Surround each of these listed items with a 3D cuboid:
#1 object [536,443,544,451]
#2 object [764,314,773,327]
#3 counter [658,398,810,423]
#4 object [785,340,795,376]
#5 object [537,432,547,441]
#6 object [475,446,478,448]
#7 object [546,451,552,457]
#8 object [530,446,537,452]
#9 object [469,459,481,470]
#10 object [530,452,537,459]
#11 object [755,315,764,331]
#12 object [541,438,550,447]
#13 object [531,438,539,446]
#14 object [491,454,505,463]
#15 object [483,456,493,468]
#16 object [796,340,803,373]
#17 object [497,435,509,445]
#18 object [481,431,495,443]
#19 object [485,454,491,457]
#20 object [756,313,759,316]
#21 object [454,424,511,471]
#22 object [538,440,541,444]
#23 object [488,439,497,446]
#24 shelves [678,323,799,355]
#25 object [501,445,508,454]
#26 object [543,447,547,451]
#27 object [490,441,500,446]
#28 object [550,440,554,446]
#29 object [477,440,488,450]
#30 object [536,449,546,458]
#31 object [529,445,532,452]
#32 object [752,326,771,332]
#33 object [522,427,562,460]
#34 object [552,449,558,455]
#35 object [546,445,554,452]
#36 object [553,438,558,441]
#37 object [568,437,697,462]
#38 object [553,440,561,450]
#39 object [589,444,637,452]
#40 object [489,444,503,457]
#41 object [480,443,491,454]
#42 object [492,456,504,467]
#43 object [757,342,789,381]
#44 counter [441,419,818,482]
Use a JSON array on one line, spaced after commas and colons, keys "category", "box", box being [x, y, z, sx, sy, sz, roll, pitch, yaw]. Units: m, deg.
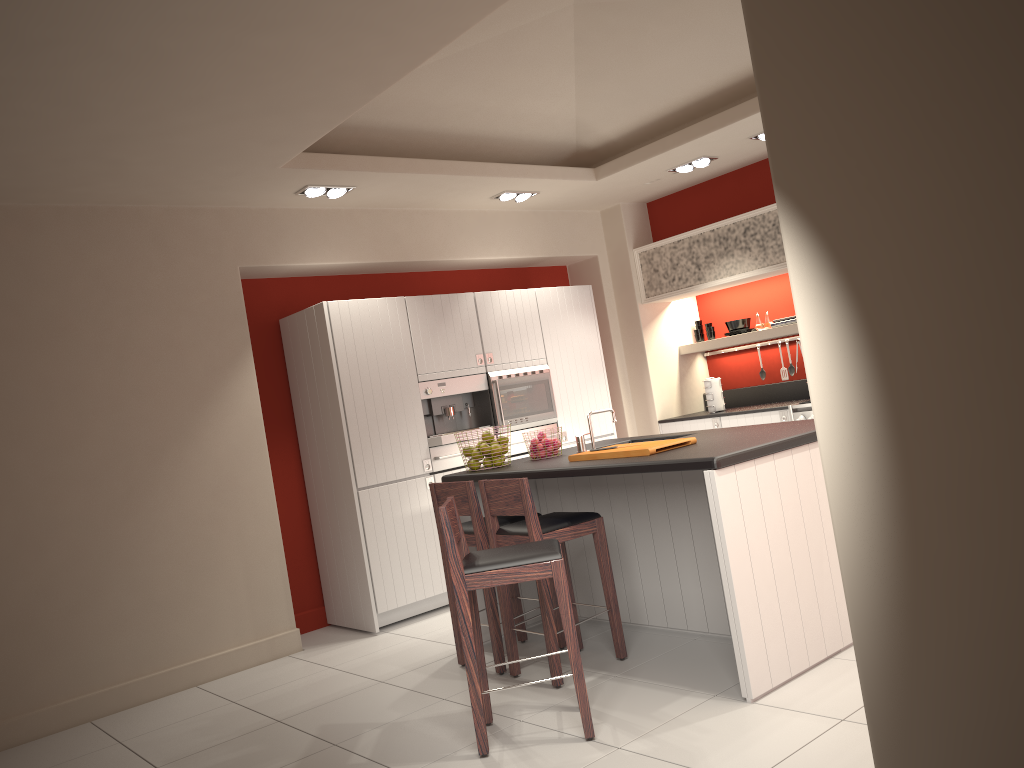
[{"category": "object", "box": [0.165, 0.378, 5.292, 0.048, 0.046, 0.048, -10, -1, 10]}, {"category": "object", "box": [2.239, -0.545, 7.744, 0.077, 0.134, 0.076, -10, -2, 34]}, {"category": "counter", "box": [1.998, 0.221, 7.636, 0.699, 0.026, 1.359, -9, -1, -39]}, {"category": "object", "box": [2.422, -0.228, 7.733, 0.022, 0.323, 0.067, -8, -2, -41]}, {"category": "object", "box": [0.180, 0.316, 5.344, 0.056, 0.058, 0.056, -10, -1, 6]}, {"category": "object", "box": [-0.190, 0.385, 5.306, 0.062, 0.061, 0.057, -9, -1, -25]}, {"category": "object", "box": [0.222, 0.421, 5.348, 0.040, 0.039, 0.039, -10, -1, 9]}, {"category": "object", "box": [0.131, 0.388, 5.320, 0.041, 0.041, 0.040, -9, -1, -3]}, {"category": "object", "box": [-0.216, 0.472, 5.193, 0.068, 0.068, 0.068, -9, -1, -28]}, {"category": "object", "box": [0.134, 0.430, 5.368, 0.050, 0.049, 0.049, -10, -1, 17]}, {"category": "object", "box": [2.152, -0.531, 7.726, 0.076, 0.131, 0.076, -10, -1, 3]}, {"category": "object", "box": [0.203, 0.349, 5.309, 0.056, 0.055, 0.051, -9, -1, -25]}, {"category": "object", "box": [0.135, 0.348, 5.304, 0.048, 0.046, 0.048, -10, -1, 6]}, {"category": "object", "box": [-0.082, 0.443, 5.268, 0.084, 0.079, 0.086, -10, -1, 6]}, {"category": "object", "box": [-0.137, 0.459, 5.212, 0.068, 0.068, 0.068, -9, -1, -28]}, {"category": "object", "box": [2.484, -0.243, 7.658, 0.009, 0.297, 0.124, -8, -2, -39]}, {"category": "object", "box": [-0.053, 0.335, 5.262, 0.067, 0.064, 0.067, -8, -2, -39]}, {"category": "object", "box": [-0.143, 0.316, 5.272, 0.078, 0.080, 0.078, -8, -2, -39]}, {"category": "object", "box": [-0.133, 0.426, 5.332, 0.064, 0.060, 0.064, -8, -2, -45]}, {"category": "object", "box": [2.140, -0.605, 7.729, 0.023, 0.031, 0.024, -9, -1, 2]}, {"category": "object", "box": [-0.158, 0.382, 5.261, 0.341, 0.232, 0.341, -9, -1, -6]}, {"category": "object", "box": [0.155, 0.358, 5.340, 0.041, 0.039, 0.041, -9, -1, -23]}, {"category": "object", "box": [-0.119, 0.364, 5.321, 0.078, 0.076, 0.071, -10, -1, 20]}, {"category": "shelves", "box": [2.123, -0.411, 7.845, 0.376, 0.083, 1.378, -9, -1, -39]}, {"category": "object", "box": [-0.050, 0.387, 5.233, 0.056, 0.057, 0.055, -11, -2, 42]}, {"category": "object", "box": [0.212, 0.378, 5.394, 0.055, 0.056, 0.055, -9, -1, -30]}, {"category": "object", "box": [-0.102, 0.360, 5.244, 0.056, 0.054, 0.057, -10, -1, 22]}, {"category": "object", "box": [0.234, 0.352, 5.355, 0.041, 0.044, 0.045, -10, -1, 20]}, {"category": "object", "box": [-0.174, 0.363, 5.229, 0.062, 0.061, 0.057, -9, -1, -25]}, {"category": "object", "box": [0.175, 0.417, 5.322, 0.061, 0.057, 0.062, -8, -2, -39]}, {"category": "object", "box": [0.134, 0.386, 5.364, 0.060, 0.059, 0.059, -9, -1, -27]}, {"category": "object", "box": [2.204, -0.482, 7.733, 0.183, 0.027, 0.160, -9, -1, -11]}, {"category": "object", "box": [0.195, 0.360, 5.361, 0.247, 0.168, 0.248, -10, -2, 39]}, {"category": "object", "box": [0.260, 0.409, 5.395, 0.050, 0.049, 0.049, -10, -1, 17]}, {"category": "object", "box": [0.228, 0.388, 5.314, 0.046, 0.043, 0.046, -9, -1, 0]}, {"category": "object", "box": [0.259, 0.355, 5.400, 0.056, 0.050, 0.055, -9, -1, -1]}, {"category": "object", "box": [0.622, 0.342, 4.630, 0.373, 0.033, 0.570, -9, -1, -41]}, {"category": "object", "box": [0.270, 0.368, 5.352, 0.055, 0.056, 0.055, -9, -1, -30]}, {"category": "object", "box": [0.553, 0.333, 4.675, 0.302, 0.010, 0.035, -10, -1, 21]}, {"category": "object", "box": [-0.096, 0.392, 5.195, 0.082, 0.082, 0.082, -10, -1, 18]}, {"category": "object", "box": [-0.155, 0.377, 5.170, 0.067, 0.068, 0.067, -10, -1, 13]}, {"category": "object", "box": [-0.083, 0.449, 5.181, 0.068, 0.068, 0.068, -9, -1, -28]}, {"category": "object", "box": [2.305, -0.192, 7.878, 0.022, 0.351, 0.287, -8, -2, -38]}, {"category": "counter", "box": [0.752, 0.369, 4.923, 1.416, 0.050, 2.053, -9, -1, -39]}]
